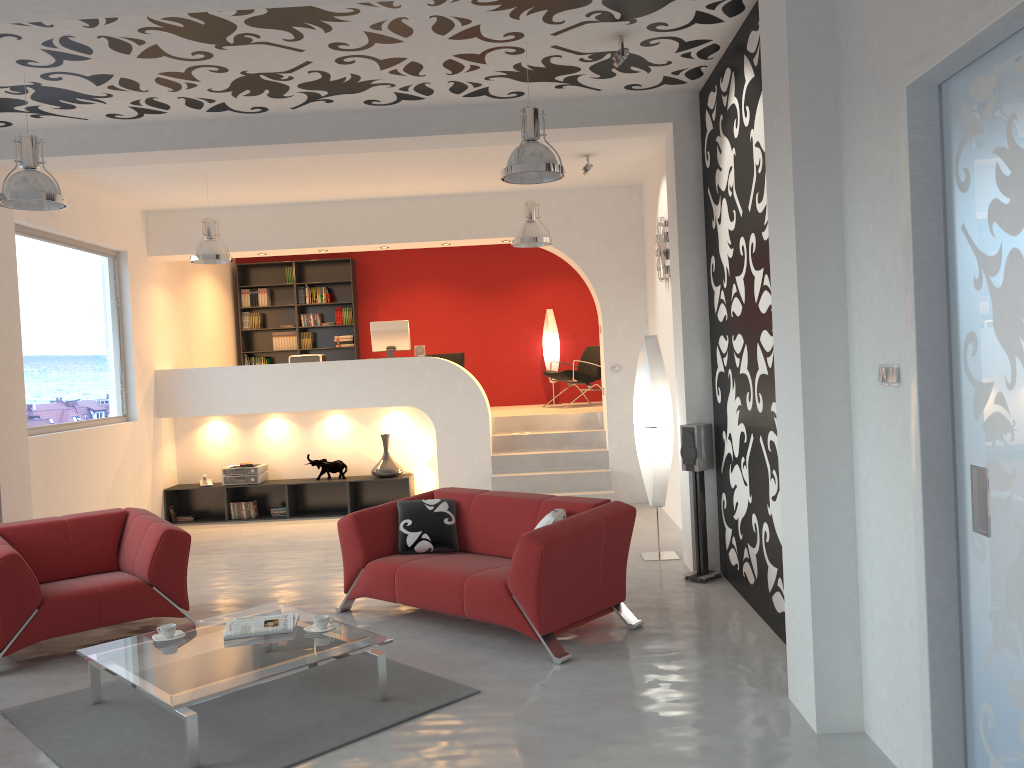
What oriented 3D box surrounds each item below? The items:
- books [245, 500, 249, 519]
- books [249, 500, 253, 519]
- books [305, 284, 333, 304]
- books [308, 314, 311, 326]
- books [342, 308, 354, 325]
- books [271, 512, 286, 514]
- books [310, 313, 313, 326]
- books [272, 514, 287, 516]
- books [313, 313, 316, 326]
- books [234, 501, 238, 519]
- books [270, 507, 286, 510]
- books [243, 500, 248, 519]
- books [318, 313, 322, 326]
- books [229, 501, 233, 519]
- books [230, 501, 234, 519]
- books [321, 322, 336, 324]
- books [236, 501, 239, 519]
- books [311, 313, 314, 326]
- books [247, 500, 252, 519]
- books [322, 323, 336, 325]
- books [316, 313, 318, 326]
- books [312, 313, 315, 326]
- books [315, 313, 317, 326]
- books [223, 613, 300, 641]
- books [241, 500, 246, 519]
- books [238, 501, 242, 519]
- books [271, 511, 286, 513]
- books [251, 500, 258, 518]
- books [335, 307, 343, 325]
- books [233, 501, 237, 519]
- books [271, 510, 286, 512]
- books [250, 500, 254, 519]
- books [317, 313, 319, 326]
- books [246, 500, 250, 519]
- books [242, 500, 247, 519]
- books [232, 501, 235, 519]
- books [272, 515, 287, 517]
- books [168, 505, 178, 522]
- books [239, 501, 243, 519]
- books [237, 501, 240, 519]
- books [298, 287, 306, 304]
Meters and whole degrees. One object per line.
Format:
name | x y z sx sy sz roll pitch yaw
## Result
books | -2.992 1.423 10.064 0.031 0.190 0.135 -3 1 1
books | -2.947 1.421 10.063 0.031 0.190 0.135 -3 1 1
books | -2.762 -1.284 12.693 0.341 0.286 0.231 -3 1 1
books | -2.889 -0.914 12.736 0.031 0.190 0.135 -3 1 1
books | -2.348 -0.965 12.715 0.146 0.240 0.170 -3 1 1
books | -2.635 1.462 10.108 0.190 0.015 0.135 -3 1 6
books | -2.859 -0.915 12.735 0.031 0.190 0.135 -3 1 1
books | -2.624 1.476 10.108 0.190 0.015 0.135 -3 1 1
books | -2.814 -0.917 12.734 0.031 0.190 0.135 -3 1 1
books | -3.112 1.429 10.066 0.031 0.190 0.135 -3 1 1
books | -2.645 1.417 10.107 0.190 0.015 0.135 -3 1 -4
books | -3.007 1.424 10.064 0.031 0.190 0.135 -3 1 1
books | -2.755 -0.920 12.733 0.031 0.190 0.135 -3 1 1
books | -3.172 1.432 10.068 0.031 0.190 0.135 -3 1 1
books | -3.157 1.431 10.067 0.031 0.190 0.135 -3 1 1
books | -2.629 -0.869 12.732 0.190 0.015 0.135 -3 1 6
books | -3.097 1.428 10.066 0.031 0.190 0.135 -3 1 1
books | -2.844 -0.916 12.735 0.031 0.190 0.135 -3 1 1
books | -2.962 1.422 10.063 0.031 0.190 0.135 -3 1 1
books | -2.618 -0.855 12.732 0.190 0.015 0.135 -3 1 1
books | -2.785 -0.919 12.734 0.031 0.190 0.135 -3 1 1
books | -2.829 -0.917 12.735 0.031 0.190 0.135 -3 1 1
books | -2.800 -0.918 12.734 0.031 0.190 0.135 -3 1 1
books | -1.310 1.262 4.625 0.367 0.035 0.345 -3 1 -9
books | -3.037 1.425 10.065 0.031 0.190 0.135 -3 1 1
books | -3.067 1.427 10.065 0.031 0.190 0.135 -3 1 1
books | -2.630 1.446 10.107 0.190 0.015 0.135 -3 1 1
books | -2.917 1.419 10.062 0.031 0.190 0.135 -3 1 1
books | -2.469 -0.968 12.719 0.090 0.256 0.181 -3 1 1
books | -3.127 1.430 10.067 0.031 0.190 0.135 -3 1 1
books | -2.635 1.432 10.100 0.190 0.015 0.135 -3 1 1
books | -2.932 1.420 10.063 0.031 0.190 0.135 -3 1 1
books | -2.770 -0.920 12.733 0.031 0.190 0.135 -3 1 1
books | -2.977 1.422 10.063 0.031 0.190 0.135 -3 1 1
books | -3.022 1.425 10.064 0.031 0.190 0.135 -3 1 1
books | -3.142 1.431 10.067 0.031 0.190 0.135 -3 1 1
books | -2.630 1.492 10.108 0.190 0.015 0.135 -3 1 -4
books | -3.847 1.471 10.082 0.063 0.187 0.135 -3 1 1
books | -3.052 1.426 10.065 0.031 0.190 0.135 -3 1 1
books | -3.082 1.428 10.066 0.031 0.190 0.135 -3 1 1
books | -2.997 -1.258 12.722 0.090 0.256 0.181 -3 1 1
